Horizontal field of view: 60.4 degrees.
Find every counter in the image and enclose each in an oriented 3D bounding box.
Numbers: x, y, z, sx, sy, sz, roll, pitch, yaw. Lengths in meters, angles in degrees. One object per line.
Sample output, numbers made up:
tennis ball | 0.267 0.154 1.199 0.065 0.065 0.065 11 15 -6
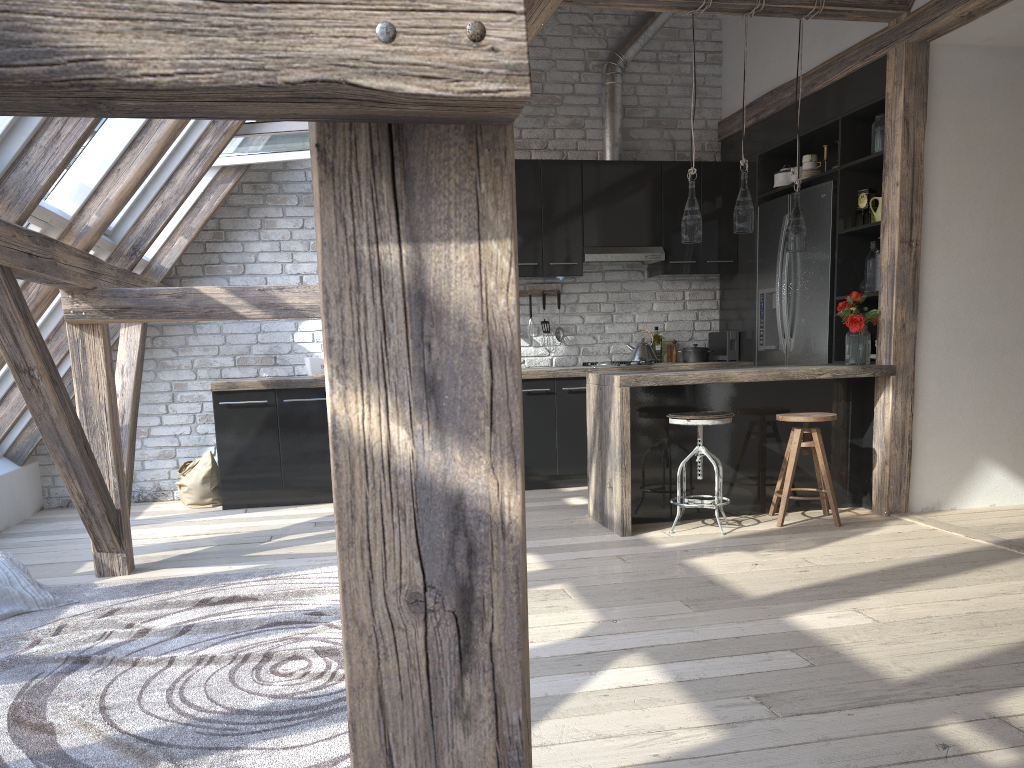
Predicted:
counter | 0.037 0.360 5.612 3.806 0.866 2.214 -2 3 -12

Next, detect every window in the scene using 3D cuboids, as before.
window | -2.604 -0.147 4.390 1.094 1.299 0.842 -3 7 -12
window | -2.793 -0.179 5.279 1.094 1.299 0.842 -3 7 -12
window | -1.287 -1.317 2.613 1.094 1.299 0.842 -3 7 -12
window | -1.666 -1.381 4.390 1.094 1.299 0.842 -3 7 -12
window | -1.525 -1.347 3.492 1.404 1.299 0.842 -3 7 -12
window | -1.917 -1.411 5.267 1.518 1.299 0.842 -3 7 -12
window | -2.414 -0.115 3.501 1.094 1.299 0.842 -3 7 -12

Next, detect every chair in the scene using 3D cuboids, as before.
chair | 1.622 0.466 4.870 0.341 0.606 0.335 -1 8 8
chair | 1.016 0.471 4.754 0.353 0.647 0.348 1 8 22

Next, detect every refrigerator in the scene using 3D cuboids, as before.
refrigerator | 2.199 -0.289 5.964 0.850 1.955 0.928 -4 8 -12

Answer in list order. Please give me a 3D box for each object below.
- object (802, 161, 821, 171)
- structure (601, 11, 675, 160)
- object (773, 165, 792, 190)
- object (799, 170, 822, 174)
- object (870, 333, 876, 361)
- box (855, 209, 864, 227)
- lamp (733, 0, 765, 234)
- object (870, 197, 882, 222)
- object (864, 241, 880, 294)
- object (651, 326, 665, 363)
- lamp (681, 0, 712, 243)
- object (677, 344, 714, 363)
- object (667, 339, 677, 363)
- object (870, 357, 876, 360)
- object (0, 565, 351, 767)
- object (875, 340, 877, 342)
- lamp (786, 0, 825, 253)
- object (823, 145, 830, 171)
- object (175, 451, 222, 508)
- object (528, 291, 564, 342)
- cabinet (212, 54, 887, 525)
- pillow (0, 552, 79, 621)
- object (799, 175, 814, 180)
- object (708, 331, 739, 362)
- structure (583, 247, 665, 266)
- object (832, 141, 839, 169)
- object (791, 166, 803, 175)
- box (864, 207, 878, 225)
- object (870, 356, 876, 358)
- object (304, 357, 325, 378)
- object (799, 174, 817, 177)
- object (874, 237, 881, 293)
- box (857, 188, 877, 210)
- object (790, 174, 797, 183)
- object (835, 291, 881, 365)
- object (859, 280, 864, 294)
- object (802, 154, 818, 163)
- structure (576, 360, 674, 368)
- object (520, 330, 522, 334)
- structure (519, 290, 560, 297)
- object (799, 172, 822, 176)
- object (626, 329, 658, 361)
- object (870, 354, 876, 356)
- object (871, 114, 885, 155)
object | 1.925 -1.391 5.671 0.106 0.068 0.093 -2 5 -1
structure | 1.128 -2.262 6.462 0.981 1.307 0.167 -3 9 -11
object | 1.891 -1.414 6.042 0.186 0.177 0.205 1 6 29
object | 1.921 -1.359 5.680 0.148 0.026 0.147 0 3 30
object | 2.121 -0.225 5.323 0.134 0.168 0.132 -4 7 -22
box | 2.105 -0.980 5.253 0.082 0.115 0.081 -3 7 -12
lamp | 1.222 -1.430 4.550 0.108 1.259 0.235 -2 9 0
object | 2.154 -1.002 5.050 0.135 0.173 0.148 -5 7 -25
object | 2.108 -0.678 5.146 0.085 0.307 0.084 -5 9 -20
object | 1.130 -0.301 6.798 0.089 0.288 0.080 -4 9 -16
lamp | 0.941 -1.393 4.489 0.108 1.311 0.221 -3 9 -10
object | 1.413 -0.238 6.775 0.247 0.143 0.206 -3 5 -13
object | 1.245 -0.257 6.849 0.080 0.186 0.038 -2 9 1
object | 2.207 -0.147 5.141 0.214 0.025 0.212 0 3 36
object | -1.316 0.933 2.539 2.184 0.057 3.149 -2 3 -11
object | 2.204 -0.214 5.131 0.162 0.086 0.160 -2 4 2
lamp | 1.531 -1.390 4.613 0.109 1.365 0.221 -3 9 -10
object | 1.943 -1.387 5.445 0.059 0.170 0.058 -6 10 -27
object | -2.175 0.644 6.077 0.393 0.396 0.332 0 7 14
object | 0.254 -0.502 6.565 0.282 0.388 0.068 -3 9 -11
cabinet | 0.196 -0.482 5.583 4.208 2.553 2.063 -3 7 -11
pillow | -2.161 0.843 3.586 0.474 0.246 0.530 0 4 30
object | 1.923 -1.324 5.686 0.149 0.023 0.147 -1 3 15
object | 1.621 -0.287 6.762 0.088 0.230 0.347 -4 5 -12
structure | 0.779 -0.945 6.503 0.599 0.105 0.364 -2 3 -12
object | 1.977 -1.384 5.292 0.095 0.175 0.095 -8 10 -38
object | 1.891 -1.397 5.818 0.094 0.068 0.104 0 5 16
box | 2.120 -0.977 5.168 0.083 0.115 0.081 -2 7 -2
object | 2.207 -0.155 5.140 0.213 0.025 0.213 -4 4 -44
object | -1.221 -0.123 6.119 0.380 0.136 0.584 -3 3 -23
object | 1.922 -1.336 5.684 0.148 0.026 0.147 0 3 30
object | 2.120 -0.697 4.999 0.108 0.356 0.107 1 9 18
box | 2.097 -1.091 5.199 0.082 0.115 0.082 -6 8 -31
object | 1.899 -1.351 5.828 0.105 0.068 0.093 2 6 40
object | 1.949 -0.316 4.967 0.251 0.422 0.307 1 8 21
object | 2.162 -0.646 5.291 0.132 0.224 0.130 -2 8 0
object | 1.920 -1.436 5.659 0.094 0.068 0.105 -4 5 -26
structure | 0.826 -0.152 6.528 0.605 0.032 0.490 -2 3 -12
object | 0.039 -0.517 6.550 0.071 0.332 0.065 -4 9 -12
structure | -0.090 -0.667 6.509 0.931 0.046 0.080 -2 4 -11
object | 1.922 -1.347 5.682 0.148 0.026 0.147 0 3 30
object | 0.964 -0.289 6.483 0.221 0.239 0.219 -4 7 -22
object | 2.206 -0.163 5.139 0.214 0.025 0.212 0 3 41
object | 2.070 -1.387 4.900 0.125 0.210 0.123 -3 8 -7
